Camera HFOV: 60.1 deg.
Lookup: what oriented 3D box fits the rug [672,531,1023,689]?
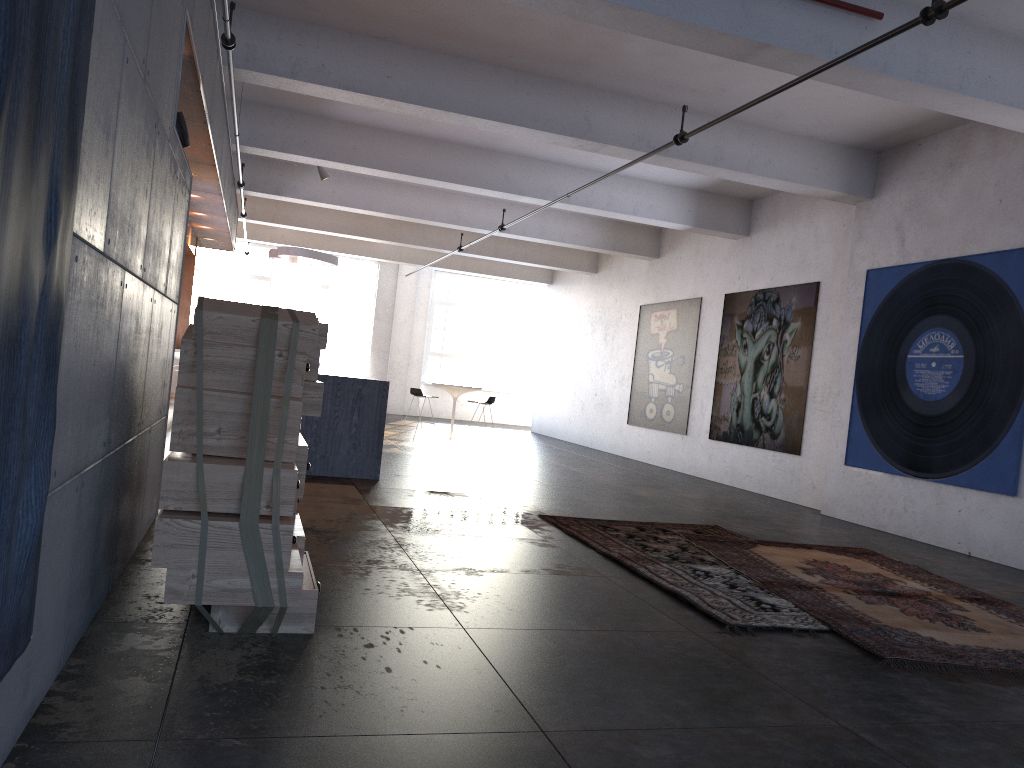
[{"bbox_3d":[2.310,1.299,5.540,1.888,0.048,3.500,6,0,-7],"label":"rug"}]

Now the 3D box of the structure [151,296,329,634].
[{"bbox_3d":[-1.172,0.287,4.066,0.646,1.315,1.888,6,0,-16],"label":"structure"}]

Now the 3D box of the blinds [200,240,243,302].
[{"bbox_3d":[-6.847,-1.820,20.790,1.046,3.675,0.356,6,1,-19],"label":"blinds"}]

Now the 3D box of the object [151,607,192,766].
[{"bbox_3d":[-2.842,0.915,8.397,20.001,0.001,26.846,6,0,-17],"label":"object"}]

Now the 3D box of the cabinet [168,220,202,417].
[{"bbox_3d":[-5.086,-0.932,9.885,2.410,2.563,8.000,6,0,-16],"label":"cabinet"}]

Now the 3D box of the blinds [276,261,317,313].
[{"bbox_3d":[-5.219,-1.653,21.326,1.051,3.698,0.334,6,1,-21],"label":"blinds"}]

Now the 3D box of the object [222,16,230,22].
[{"bbox_3d":[-4.620,-0.605,10.904,0.064,0.051,0.052,6,0,-25],"label":"object"}]

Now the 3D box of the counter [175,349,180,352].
[{"bbox_3d":[-4.972,-0.499,10.719,1.628,0.039,4.402,6,0,-17],"label":"counter"}]

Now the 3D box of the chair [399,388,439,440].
[{"bbox_3d":[-1.532,0.526,14.882,0.516,0.895,0.453,6,1,-40],"label":"chair"}]

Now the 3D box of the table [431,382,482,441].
[{"bbox_3d":[-1.014,0.493,15.386,0.839,0.952,0.818,6,1,-17],"label":"table"}]

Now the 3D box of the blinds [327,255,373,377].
[{"bbox_3d":[-3.912,-1.517,21.770,1.044,3.752,0.337,6,1,-20],"label":"blinds"}]

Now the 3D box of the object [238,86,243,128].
[{"bbox_3d":[-4.595,-0.560,10.862,0.050,0.053,0.064,6,0,21],"label":"object"}]

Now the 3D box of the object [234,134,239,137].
[{"bbox_3d":[-4.641,-0.562,10.892,0.052,0.053,0.061,6,0,-10],"label":"object"}]

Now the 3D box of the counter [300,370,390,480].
[{"bbox_3d":[-2.697,0.301,11.559,1.157,0.971,6.569,6,0,-16],"label":"counter"}]

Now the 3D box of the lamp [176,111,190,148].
[{"bbox_3d":[-1.916,-1.419,4.984,0.216,0.259,0.167,6,1,-36],"label":"lamp"}]

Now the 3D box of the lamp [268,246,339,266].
[{"bbox_3d":[-3.397,-2.029,14.050,1.059,0.130,1.026,6,0,29],"label":"lamp"}]

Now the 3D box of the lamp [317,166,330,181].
[{"bbox_3d":[-2.688,-3.031,12.584,0.226,0.287,0.129,6,1,-34],"label":"lamp"}]
